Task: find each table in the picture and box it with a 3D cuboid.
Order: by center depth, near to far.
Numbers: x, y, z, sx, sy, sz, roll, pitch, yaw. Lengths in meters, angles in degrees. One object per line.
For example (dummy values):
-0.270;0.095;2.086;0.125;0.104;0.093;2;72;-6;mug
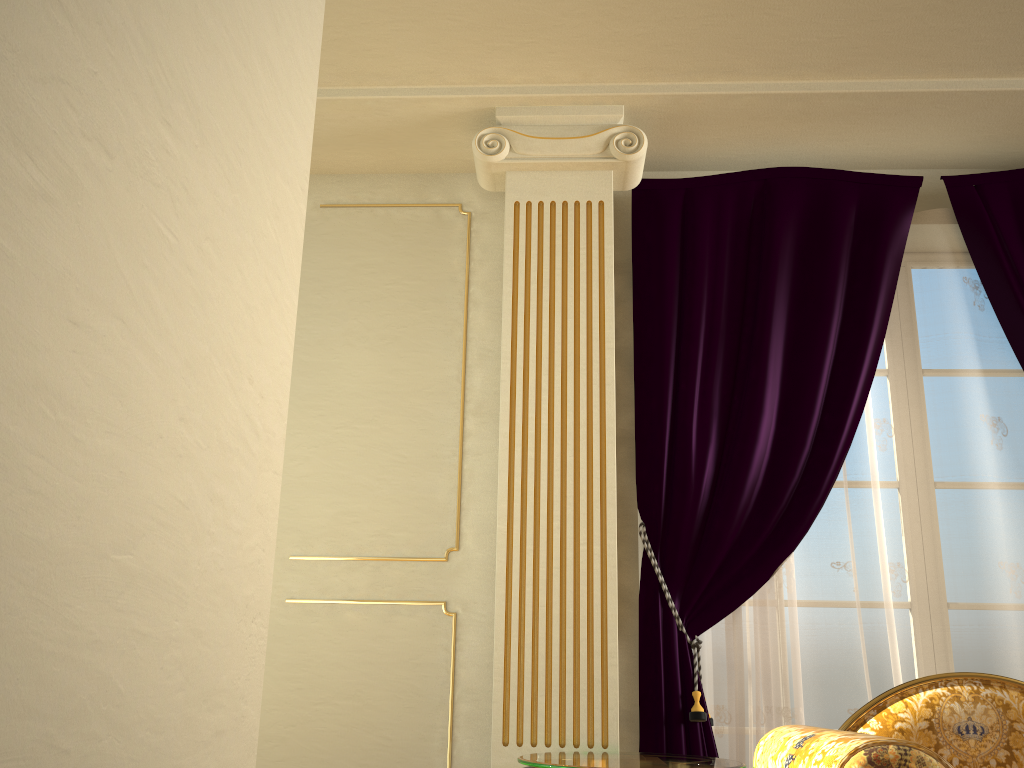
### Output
0.293;1.257;2.162;0.576;0.631;0.577;16;-22;-40;table

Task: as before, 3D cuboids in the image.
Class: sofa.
1.484;1.018;1.747;1.893;0.855;0.707;0;-17;3;sofa

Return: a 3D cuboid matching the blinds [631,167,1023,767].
1.478;0.500;2.913;2.235;2.604;0.345;0;-16;4;blinds
